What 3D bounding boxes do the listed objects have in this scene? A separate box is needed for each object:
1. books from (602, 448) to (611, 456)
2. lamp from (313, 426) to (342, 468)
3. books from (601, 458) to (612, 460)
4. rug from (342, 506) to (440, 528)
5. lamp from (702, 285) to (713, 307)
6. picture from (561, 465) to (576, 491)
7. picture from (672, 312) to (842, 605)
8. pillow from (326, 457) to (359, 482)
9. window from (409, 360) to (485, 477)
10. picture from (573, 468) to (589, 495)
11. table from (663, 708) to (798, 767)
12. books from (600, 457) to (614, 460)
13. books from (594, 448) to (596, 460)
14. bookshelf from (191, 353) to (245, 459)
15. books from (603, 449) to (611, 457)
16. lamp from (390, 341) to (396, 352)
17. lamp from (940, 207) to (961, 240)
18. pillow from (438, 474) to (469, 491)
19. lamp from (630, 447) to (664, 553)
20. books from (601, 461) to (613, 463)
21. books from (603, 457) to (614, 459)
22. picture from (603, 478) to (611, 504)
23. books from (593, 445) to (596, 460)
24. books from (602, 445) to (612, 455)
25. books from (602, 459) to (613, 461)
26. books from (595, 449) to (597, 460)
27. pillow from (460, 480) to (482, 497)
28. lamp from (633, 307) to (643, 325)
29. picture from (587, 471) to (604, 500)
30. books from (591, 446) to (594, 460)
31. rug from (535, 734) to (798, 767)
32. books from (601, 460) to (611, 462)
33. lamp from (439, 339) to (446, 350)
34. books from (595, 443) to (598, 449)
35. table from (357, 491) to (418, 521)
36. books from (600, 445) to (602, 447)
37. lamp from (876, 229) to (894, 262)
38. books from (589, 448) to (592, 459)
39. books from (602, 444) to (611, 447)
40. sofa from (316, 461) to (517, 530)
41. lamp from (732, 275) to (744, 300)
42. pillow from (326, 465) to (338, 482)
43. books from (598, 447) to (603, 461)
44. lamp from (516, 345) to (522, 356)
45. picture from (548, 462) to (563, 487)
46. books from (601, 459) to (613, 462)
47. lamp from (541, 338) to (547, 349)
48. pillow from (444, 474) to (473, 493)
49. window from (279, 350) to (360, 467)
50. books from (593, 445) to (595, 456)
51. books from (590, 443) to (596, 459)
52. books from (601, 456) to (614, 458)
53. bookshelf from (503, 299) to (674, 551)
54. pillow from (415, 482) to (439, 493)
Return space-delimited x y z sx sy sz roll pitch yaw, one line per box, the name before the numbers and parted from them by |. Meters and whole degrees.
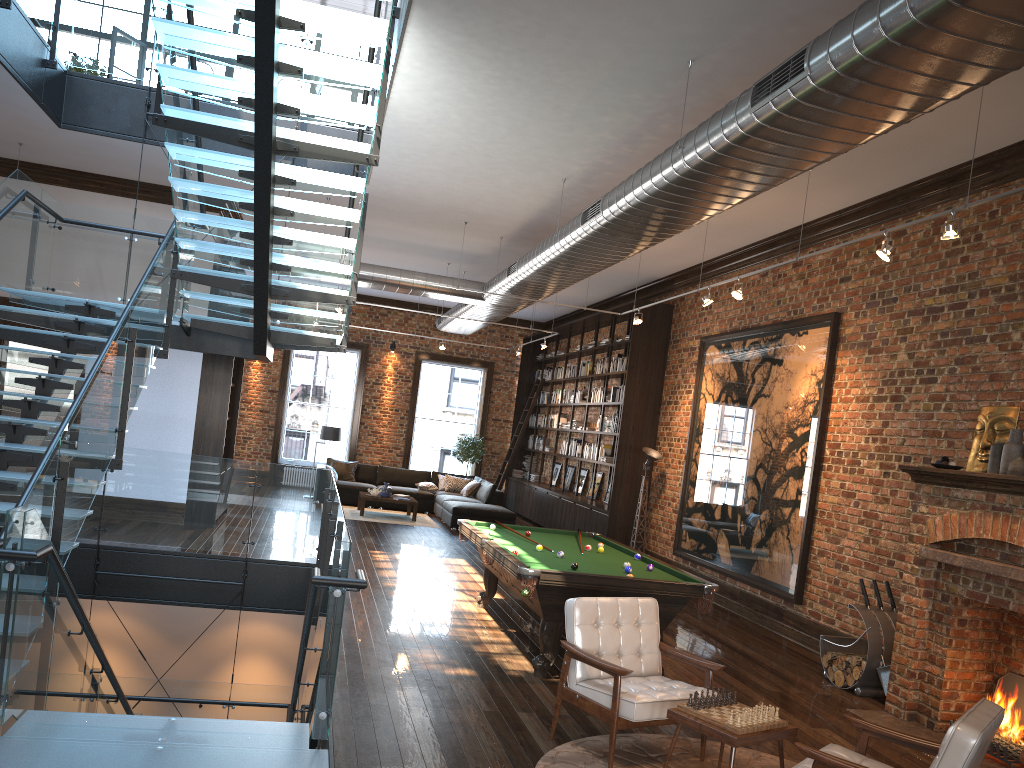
books | 1.637 1.233 15.325 0.141 0.229 0.032 7 2 -13
lamp | -3.792 1.568 17.642 0.685 1.468 0.420 7 1 17
books | 1.628 1.277 15.058 0.161 0.012 0.302 8 -3 -8
rug | -2.426 2.386 16.098 2.026 0.003 2.111 8 -3 -12
lamp | 2.054 -0.918 9.260 0.114 0.230 0.113 7 1 -33
picture | 1.117 1.855 17.506 0.112 0.498 0.506 7 -1 -12
picture | 2.770 0.810 10.580 0.080 3.004 3.194 7 -1 -12
pillow | -3.444 1.724 17.827 0.702 0.440 0.304 8 0 -12
window | -1.541 0.899 20.516 1.523 2.757 0.154 7 2 -13
picture | 1.299 1.831 16.684 0.112 0.498 0.506 7 -1 -12
table | 1.069 1.916 4.444 0.519 0.495 0.460 8 -1 -37
books | 1.619 1.264 15.057 0.161 0.012 0.298 8 -3 -12
books | 1.545 1.251 15.656 0.183 0.207 0.028 7 1 -13
bookshelf | -4.206 0.209 12.802 0.401 3.521 1.777 7 1 -12
books | 1.645 1.242 15.293 0.136 0.211 0.035 7 1 -13
lamp | -2.650 -0.835 19.766 0.126 0.237 0.154 7 0 -12
lamp | 2.839 -1.030 5.720 0.117 0.213 0.117 7 1 29
pillow | -1.204 2.077 18.303 0.704 0.338 0.269 8 0 -12
lamp | 1.914 1.828 12.807 0.425 1.830 0.504 7 1 -7
books | 1.618 1.325 15.059 0.160 0.012 0.337 8 -3 -10
books | 1.629 1.253 15.057 0.160 0.012 0.338 8 -3 -9
picture | 1.694 1.780 14.904 0.112 0.498 0.506 7 -1 -12
books | 1.531 1.225 15.722 0.161 0.265 0.033 7 2 -13
books | 1.635 1.206 15.347 0.160 0.286 0.014 7 2 -13
books | 1.622 1.289 15.058 0.160 0.012 0.337 8 -3 -10
books | 1.561 1.236 15.585 0.175 0.235 0.027 7 2 -13
pillow | -0.829 2.099 17.727 0.314 0.355 0.628 7 -2 -13
lamp | 1.606 -0.860 11.273 0.113 0.230 0.114 7 1 2
picture | 1.488 1.807 15.833 0.112 0.498 0.506 7 -1 -12
books | 1.515 1.236 15.794 0.191 0.246 0.030 7 2 -13
rug | 1.085 2.165 4.582 1.973 0.015 1.968 8 -3 -11
books | 1.624 1.314 15.059 0.160 0.012 0.339 8 -3 -8
lamp | -1.445 -0.829 18.521 0.114 0.230 0.113 6 1 -43
books | 1.548 1.208 15.676 0.178 0.297 0.014 7 2 -13
table | -2.290 2.237 16.249 1.002 0.346 0.999 8 -3 -12
books | 1.592 1.215 15.488 0.175 0.272 0.031 7 2 -13
lamp | 2.689 -1.002 6.392 0.114 0.230 0.113 7 1 -38
books | 1.476 1.265 15.943 0.165 0.197 0.027 7 1 -13
books | 1.622 1.200 15.407 0.149 0.301 0.013 7 2 -13
sofa | -1.960 2.083 16.858 3.508 0.805 3.444 8 -3 -12
lamp | 2.200 -0.937 8.612 0.113 0.230 0.114 7 1 17
pillow | -3.538 1.765 17.413 0.244 0.305 0.572 7 -2 -12
books | 1.599 1.223 15.377 0.176 0.247 0.038 7 1 -13
lamp | 0.150 -0.671 17.797 0.113 0.230 0.114 7 1 27
picture | 0.905 1.883 18.463 0.112 0.498 0.506 7 -1 -12
books | 1.623 1.301 15.059 0.161 0.012 0.303 8 -3 -7
lamp | 0.584 -0.728 15.841 0.114 0.230 0.113 7 1 -37
pillow | -1.090 2.056 18.144 0.612 0.362 0.287 7 0 -9
window | -4.312 0.517 19.883 1.523 2.757 0.154 7 2 -13
books | 1.533 1.228 15.746 0.181 0.262 0.012 7 2 -13
books | 1.501 1.218 15.917 0.152 0.292 0.031 7 2 -13
books | 1.624 1.240 15.056 0.161 0.012 0.305 7 -3 -5
bookshelf | 1.104 0.863 16.953 0.601 4.001 7.395 7 -2 -12
pillow | -1.728 2.090 17.975 0.410 0.204 0.609 8 -3 -14
